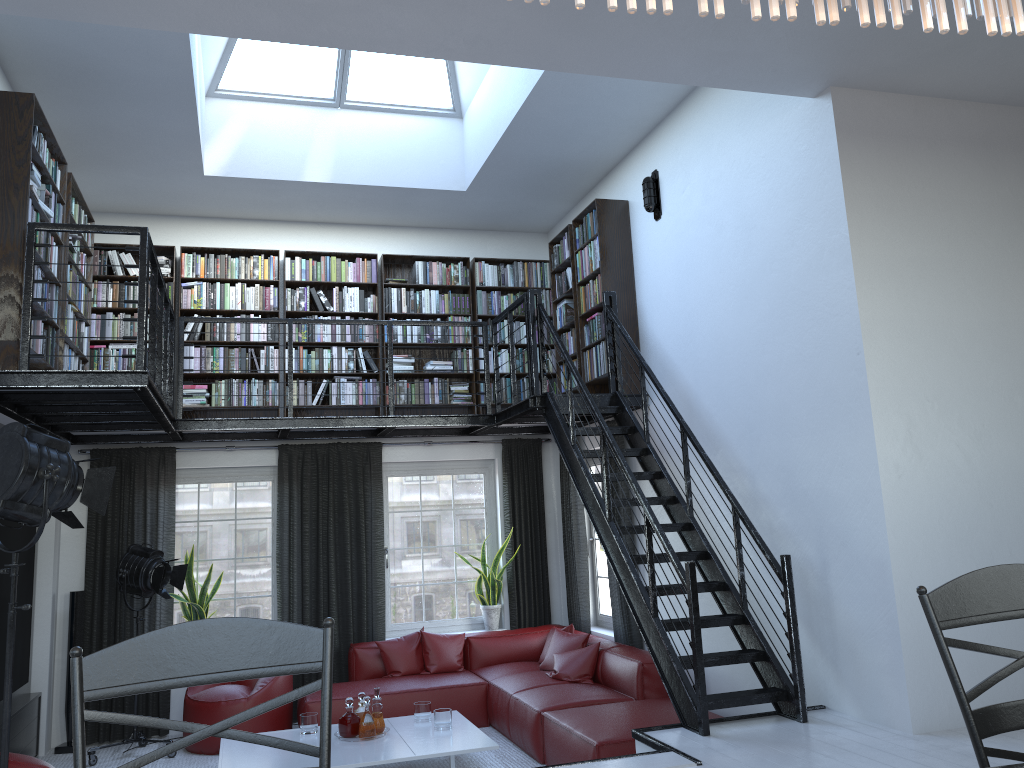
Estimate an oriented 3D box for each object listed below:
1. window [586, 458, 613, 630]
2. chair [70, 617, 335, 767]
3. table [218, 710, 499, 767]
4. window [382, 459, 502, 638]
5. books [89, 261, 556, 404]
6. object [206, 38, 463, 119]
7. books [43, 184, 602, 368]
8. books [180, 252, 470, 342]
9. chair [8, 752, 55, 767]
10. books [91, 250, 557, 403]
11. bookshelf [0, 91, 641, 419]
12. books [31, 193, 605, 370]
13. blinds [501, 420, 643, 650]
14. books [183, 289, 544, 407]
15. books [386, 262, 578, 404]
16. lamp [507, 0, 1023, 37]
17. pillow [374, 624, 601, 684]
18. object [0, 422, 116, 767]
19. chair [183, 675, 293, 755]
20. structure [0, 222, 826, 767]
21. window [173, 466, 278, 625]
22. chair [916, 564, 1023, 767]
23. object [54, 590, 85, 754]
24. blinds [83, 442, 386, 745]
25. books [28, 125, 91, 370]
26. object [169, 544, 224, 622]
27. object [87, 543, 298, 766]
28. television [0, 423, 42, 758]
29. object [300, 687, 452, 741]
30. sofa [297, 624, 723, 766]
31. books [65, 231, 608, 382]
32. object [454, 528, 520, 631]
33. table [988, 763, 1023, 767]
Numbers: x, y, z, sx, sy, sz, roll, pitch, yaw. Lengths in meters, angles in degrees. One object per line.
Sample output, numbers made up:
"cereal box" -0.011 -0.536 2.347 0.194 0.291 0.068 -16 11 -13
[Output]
"window" 0.911 1.366 7.842 0.133 1.616 1.159 0 -11 -17
"chair" -0.401 0.826 1.153 0.496 0.971 0.500 -1 -11 -12
"table" -1.036 2.458 5.778 1.665 0.245 1.158 0 -9 -17
"window" -0.695 1.538 8.431 1.167 1.616 0.132 0 -11 -17
"books" -1.673 -0.490 8.238 4.436 1.422 0.225 0 -11 -17
"object" -1.369 -2.818 7.300 2.221 0.638 1.177 0 -10 -17
"books" -1.243 -0.587 6.830 4.335 1.147 1.588 0 -10 -18
"books" -1.694 -0.771 8.299 2.637 0.833 0.212 0 -11 -17
"chair" -2.046 2.026 4.144 0.829 0.716 0.826 4 -12 -37
"books" -1.672 -0.479 8.231 4.441 1.406 0.240 0 -11 -17
"bookshelf" -1.272 -0.633 6.942 4.475 1.627 3.068 0 -10 -17
"books" -1.153 -0.766 6.574 4.376 1.418 2.190 0 -10 -18
"blinds" 0.642 1.585 7.861 0.527 2.396 1.740 5 -13 -34
"books" -1.312 -0.340 8.329 3.391 1.130 0.239 0 -11 -17
"books" -1.550 -0.571 7.777 4.435 1.439 1.276 0 -10 -15
"lamp" 0.322 -1.275 1.145 1.273 1.638 0.437 -1 -11 -12
"pillow" -0.075 2.241 7.514 1.953 0.404 0.978 -7 -10 25
"object" -1.911 0.947 3.525 0.609 1.589 0.542 -8 -12 26
"chair" -2.171 2.478 7.052 0.828 0.716 0.827 -9 -12 34
"structure" -0.975 0.890 5.910 4.488 3.377 4.585 0 -10 -17
"window" -2.615 1.547 7.849 1.167 1.616 0.132 0 -11 -17
"chair" 1.060 0.793 1.425 0.496 0.971 0.500 -1 -11 -9
"object" -3.518 2.289 7.093 0.157 1.229 0.156 -3 -11 -2
"blinds" -2.343 1.711 7.672 2.508 2.402 0.124 0 -11 -17
"books" -3.149 -0.771 5.945 0.315 1.432 2.192 0 -10 -17
"object" -2.775 1.830 7.472 0.553 0.946 0.522 -2 -10 -6
"object" -1.962 2.083 7.452 2.902 1.589 0.749 3 -12 -33
"television" -3.283 1.412 5.465 0.116 2.443 3.330 0 -10 -17
"object" -0.933 2.225 6.061 1.009 0.296 0.509 -1 -9 -14
"sofa" -0.201 2.329 6.479 2.542 0.660 3.258 0 -9 -17
"books" -1.291 -0.681 7.084 4.383 1.414 1.162 0 -10 -17
"object" -0.217 1.814 8.224 0.553 0.946 0.522 3 -12 -28
"table" 1.415 0.828 0.949 1.996 0.702 0.885 -1 -10 -12
